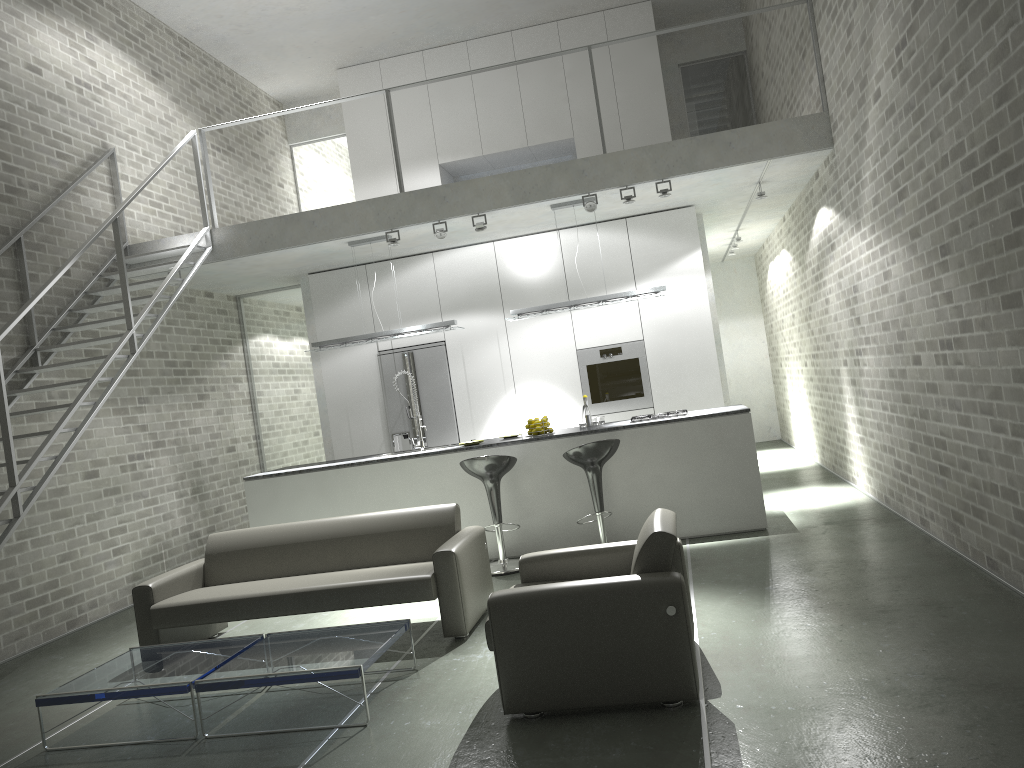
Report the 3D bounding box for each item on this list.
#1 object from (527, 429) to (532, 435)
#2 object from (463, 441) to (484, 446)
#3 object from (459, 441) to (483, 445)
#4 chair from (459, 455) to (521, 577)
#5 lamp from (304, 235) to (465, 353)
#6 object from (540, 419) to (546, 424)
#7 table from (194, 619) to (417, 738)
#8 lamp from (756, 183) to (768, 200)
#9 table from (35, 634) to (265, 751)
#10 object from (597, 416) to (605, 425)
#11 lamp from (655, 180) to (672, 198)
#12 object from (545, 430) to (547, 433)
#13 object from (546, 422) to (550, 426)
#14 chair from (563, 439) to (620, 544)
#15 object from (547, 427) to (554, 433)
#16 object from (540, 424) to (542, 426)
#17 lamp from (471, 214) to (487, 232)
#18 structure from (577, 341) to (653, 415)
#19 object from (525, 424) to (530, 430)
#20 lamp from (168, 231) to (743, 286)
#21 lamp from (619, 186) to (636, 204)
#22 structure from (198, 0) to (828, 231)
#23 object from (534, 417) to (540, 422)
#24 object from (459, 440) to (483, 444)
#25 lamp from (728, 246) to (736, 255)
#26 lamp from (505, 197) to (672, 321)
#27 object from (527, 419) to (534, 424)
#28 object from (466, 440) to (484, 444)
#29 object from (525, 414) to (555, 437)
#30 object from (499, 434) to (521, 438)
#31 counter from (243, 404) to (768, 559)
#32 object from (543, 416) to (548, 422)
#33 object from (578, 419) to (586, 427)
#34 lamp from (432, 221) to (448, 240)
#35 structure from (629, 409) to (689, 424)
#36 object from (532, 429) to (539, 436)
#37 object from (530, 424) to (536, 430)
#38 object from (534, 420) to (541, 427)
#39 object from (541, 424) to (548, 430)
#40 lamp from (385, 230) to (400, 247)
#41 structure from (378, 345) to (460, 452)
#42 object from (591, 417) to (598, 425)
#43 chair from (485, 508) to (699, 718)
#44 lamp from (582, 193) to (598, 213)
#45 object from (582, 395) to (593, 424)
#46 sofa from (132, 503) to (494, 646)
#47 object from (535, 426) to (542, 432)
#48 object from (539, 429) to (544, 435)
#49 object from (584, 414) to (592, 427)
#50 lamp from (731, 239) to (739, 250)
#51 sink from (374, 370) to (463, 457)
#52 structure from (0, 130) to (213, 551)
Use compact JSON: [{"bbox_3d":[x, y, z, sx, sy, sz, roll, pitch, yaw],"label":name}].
[{"bbox_3d":[0.162,0.419,7.719,0.060,0.057,0.052,-8,-1,2],"label":"object"},{"bbox_3d":[-0.348,0.521,7.677,0.216,0.017,0.217,-9,-1,43],"label":"object"},{"bbox_3d":[-0.348,0.516,7.677,0.216,0.017,0.217,-9,-1,43],"label":"object"},{"bbox_3d":[-0.124,1.010,7.016,0.457,0.931,0.464,-9,-1,24],"label":"chair"},{"bbox_3d":[-1.266,-0.885,8.329,1.490,0.964,0.290,-8,-1,10],"label":"lamp"},{"bbox_3d":[0.272,0.322,7.675,0.051,0.053,0.063,-8,-1,13],"label":"object"},{"bbox_3d":[-0.987,1.445,4.409,0.820,0.270,0.800,-8,-1,10],"label":"table"},{"bbox_3d":[2.345,-1.814,8.361,0.109,0.132,0.109,-8,-1,-38],"label":"lamp"},{"bbox_3d":[-1.803,1.566,4.558,0.820,0.270,0.800,-8,-1,10],"label":"table"},{"bbox_3d":[0.800,0.329,7.961,0.064,0.070,0.063,-9,-1,18],"label":"object"},{"bbox_3d":[1.300,-1.666,7.582,0.109,0.135,0.109,-8,-1,-32],"label":"lamp"},{"bbox_3d":[0.281,0.411,7.731,0.061,0.055,0.050,-8,-1,-44],"label":"object"},{"bbox_3d":[0.306,0.354,7.720,0.061,0.054,0.053,-8,-1,-44],"label":"object"},{"bbox_3d":[0.667,0.893,6.837,0.457,0.931,0.464,-8,-1,-9],"label":"chair"},{"bbox_3d":[0.331,0.401,7.701,0.053,0.052,0.062,-9,-1,40],"label":"object"},{"bbox_3d":[0.255,0.372,7.688,0.051,0.053,0.062,-8,-1,8],"label":"object"},{"bbox_3d":[-0.284,-1.424,7.883,0.115,0.151,0.115,-8,-1,-37],"label":"lamp"},{"bbox_3d":[1.059,-0.053,9.136,0.692,0.680,0.036,-8,-1,10],"label":"structure"},{"bbox_3d":[0.143,0.374,7.735,0.053,0.051,0.063,-8,-1,-31],"label":"object"},{"bbox_3d":[-0.165,-1.430,9.819,6.854,0.136,0.110,-8,-1,-25],"label":"lamp"},{"bbox_3d":[1.000,-1.622,7.637,0.109,0.135,0.109,-8,-1,-32],"label":"lamp"},{"bbox_3d":[-0.159,-2.311,7.841,5.560,0.972,0.070,-8,-1,10],"label":"structure"},{"bbox_3d":[0.217,0.316,7.720,0.051,0.053,0.063,-8,-1,2],"label":"object"},{"bbox_3d":[-0.350,0.507,7.677,0.216,0.017,0.217,-9,-1,43],"label":"object"},{"bbox_3d":[3.084,-1.880,12.462,0.109,0.135,0.109,-8,-1,-38],"label":"lamp"},{"bbox_3d":[0.619,-1.164,7.985,1.490,0.964,0.290,-8,-1,10],"label":"lamp"},{"bbox_3d":[0.161,0.327,7.702,0.053,0.051,0.063,-8,-1,-42],"label":"object"},{"bbox_3d":[-0.349,0.512,7.677,0.216,0.017,0.217,-9,-1,43],"label":"object"},{"bbox_3d":[0.233,0.357,7.720,0.189,0.174,0.207,-8,-1,-35],"label":"object"},{"bbox_3d":[-0.014,0.475,8.029,0.216,0.017,0.217,-9,-1,36],"label":"object"},{"bbox_3d":[-0.093,0.979,7.899,4.400,0.960,0.900,-8,-1,10],"label":"counter"},{"bbox_3d":[0.290,0.307,7.739,0.050,0.060,0.059,-8,-1,0],"label":"object"},{"bbox_3d":[0.635,0.353,7.987,0.064,0.070,0.063,-8,-1,-42],"label":"object"},{"bbox_3d":[-0.641,-1.371,7.926,0.115,0.151,0.115,-8,-1,-37],"label":"lamp"},{"bbox_3d":[1.268,0.274,7.638,0.500,0.038,0.500,-8,-1,10],"label":"structure"},{"bbox_3d":[0.206,0.418,7.676,0.064,0.063,0.074,-9,-1,21],"label":"object"},{"bbox_3d":[0.184,0.369,7.689,0.062,0.053,0.052,-8,-1,-28],"label":"object"},{"bbox_3d":[0.220,0.341,7.653,0.061,0.052,0.053,-8,-1,13],"label":"object"},{"bbox_3d":[0.279,0.372,7.668,0.061,0.055,0.051,-8,-1,-21],"label":"object"},{"bbox_3d":[-1.075,-1.315,8.013,0.109,0.136,0.109,-8,-1,-38],"label":"lamp"},{"bbox_3d":[-0.936,0.582,9.533,0.743,1.900,0.160,-8,-1,10],"label":"structure"},{"bbox_3d":[0.752,0.336,8.040,0.064,0.070,0.063,-8,-1,-42],"label":"object"},{"bbox_3d":[0.367,1.019,4.152,0.910,0.717,0.963,-8,-1,10],"label":"chair"},{"bbox_3d":[0.678,-1.565,7.679,0.131,0.154,0.098,-8,-1,10],"label":"lamp"},{"bbox_3d":[0.677,0.236,7.897,0.101,0.288,0.088,-9,-1,40],"label":"object"},{"bbox_3d":[-1.252,1.271,5.676,2.114,0.717,0.902,-8,-1,10],"label":"sofa"},{"bbox_3d":[0.226,0.387,7.626,0.061,0.054,0.052,-8,-1,-23],"label":"object"},{"bbox_3d":[0.259,0.411,7.654,0.051,0.053,0.063,-8,-1,8],"label":"object"},{"bbox_3d":[0.681,0.327,7.885,0.060,0.106,0.060,-8,-1,4],"label":"object"},{"bbox_3d":[2.975,-1.872,11.856,0.109,0.132,0.109,-8,-1,-38],"label":"lamp"},{"bbox_3d":[-0.821,0.372,8.135,0.987,1.023,0.546,-8,-1,10],"label":"sink"},{"bbox_3d":[-3.477,-0.181,6.231,0.902,4.246,4.345,-8,-1,10],"label":"structure"}]
